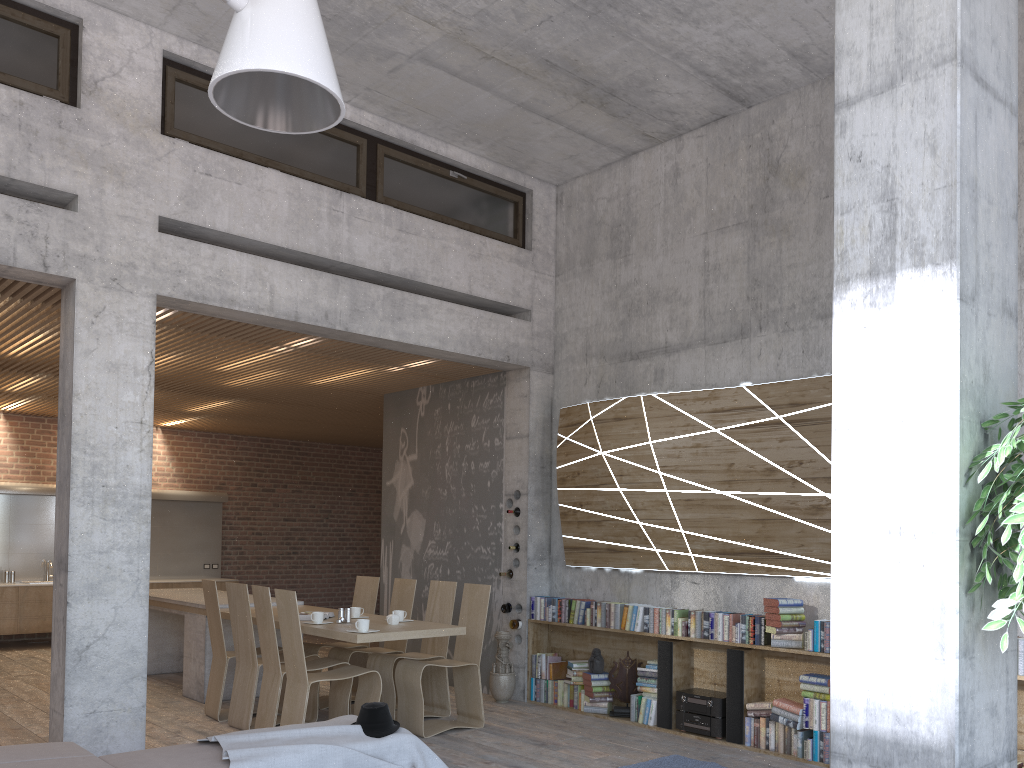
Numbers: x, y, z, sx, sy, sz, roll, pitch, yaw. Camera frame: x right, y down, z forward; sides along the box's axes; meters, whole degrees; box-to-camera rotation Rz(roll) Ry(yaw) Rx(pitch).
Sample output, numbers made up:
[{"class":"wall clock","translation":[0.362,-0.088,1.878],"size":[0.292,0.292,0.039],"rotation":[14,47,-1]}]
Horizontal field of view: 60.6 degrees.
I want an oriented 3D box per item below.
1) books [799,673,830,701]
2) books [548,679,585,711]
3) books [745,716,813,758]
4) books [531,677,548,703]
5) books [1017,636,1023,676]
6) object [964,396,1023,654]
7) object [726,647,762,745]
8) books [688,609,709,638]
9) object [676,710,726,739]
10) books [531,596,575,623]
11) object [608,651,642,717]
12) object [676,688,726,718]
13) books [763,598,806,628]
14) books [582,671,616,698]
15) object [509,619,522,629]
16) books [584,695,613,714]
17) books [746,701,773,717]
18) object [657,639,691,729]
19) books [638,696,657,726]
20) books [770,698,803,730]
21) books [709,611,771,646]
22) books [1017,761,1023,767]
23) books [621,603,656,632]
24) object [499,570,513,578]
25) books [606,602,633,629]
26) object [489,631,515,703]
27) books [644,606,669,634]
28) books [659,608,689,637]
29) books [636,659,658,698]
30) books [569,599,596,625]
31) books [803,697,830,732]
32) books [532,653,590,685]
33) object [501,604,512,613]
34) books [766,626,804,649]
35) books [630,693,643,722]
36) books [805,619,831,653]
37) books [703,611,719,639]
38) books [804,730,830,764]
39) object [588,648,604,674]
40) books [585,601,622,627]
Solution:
[{"class":"books","translation":[2.246,2.204,6.374],"size":[0.191,0.159,0.240],"rotation":[7,-9,-42]},{"class":"books","translation":[0.572,2.896,8.216],"size":[0.243,0.235,0.497],"rotation":[6,-10,-42]},{"class":"books","translation":[2.020,2.639,6.616],"size":[0.243,0.235,0.497],"rotation":[6,-10,-42]},{"class":"books","translation":[0.292,2.948,8.481],"size":[0.206,0.218,0.275],"rotation":[6,-8,-42]},{"class":"books","translation":[3.097,1.677,5.435],"size":[0.211,0.218,0.280],"rotation":[6,-8,-43]},{"class":"object","translation":[1.830,0.775,2.537],"size":[1.000,1.848,0.976],"rotation":[0,-3,14]},{"class":"object","translation":[1.821,2.458,6.890],"size":[0.274,0.753,0.153],"rotation":[3,-3,-42]},{"class":"books","translation":[1.553,1.964,7.173],"size":[0.206,0.219,0.156],"rotation":[6,-6,-42]},{"class":"object","translation":[1.587,2.748,7.112],"size":[0.295,0.162,0.443],"rotation":[8,-11,-41]},{"class":"books","translation":[0.411,2.155,8.393],"size":[0.216,0.218,0.493],"rotation":[6,-10,-42]},{"class":"object","translation":[1.024,2.647,7.770],"size":[0.344,0.564,0.197],"rotation":[0,-2,8]},{"class":"object","translation":[1.585,2.587,7.112],"size":[0.306,0.159,0.443],"rotation":[8,-11,-41]},{"class":"books","translation":[2.033,1.708,6.548],"size":[0.246,0.209,0.191],"rotation":[3,-6,-21]},{"class":"books","translation":[0.781,2.706,7.896],"size":[0.246,0.209,0.191],"rotation":[3,-6,-21]},{"class":"object","translation":[0.123,2.355,8.621],"size":[0.340,0.094,0.096],"rotation":[9,-10,-42]},{"class":"books","translation":[0.777,2.883,7.904],"size":[0.261,0.149,0.251],"rotation":[0,-8,4]},{"class":"books","translation":[1.937,2.480,6.688],"size":[0.193,0.138,0.236],"rotation":[7,-10,-40]},{"class":"object","translation":[1.364,2.539,7.393],"size":[0.274,0.753,0.153],"rotation":[3,-3,-42]},{"class":"books","translation":[1.206,2.784,7.482],"size":[0.190,0.226,0.200],"rotation":[5,-7,-42]},{"class":"books","translation":[2.053,2.433,6.472],"size":[0.155,0.190,0.245],"rotation":[5,-8,-42]},{"class":"books","translation":[1.798,1.911,6.863],"size":[0.216,0.218,0.493],"rotation":[6,-10,-42]},{"class":"books","translation":[3.016,2.469,5.493],"size":[0.211,0.218,0.280],"rotation":[6,-8,-43]},{"class":"books","translation":[1.092,2.026,7.610],"size":[0.190,0.226,0.250],"rotation":[5,-8,-42]},{"class":"object","translation":[0.008,1.887,8.712],"size":[0.340,0.094,0.095],"rotation":[9,-10,-42]},{"class":"books","translation":[0.945,2.053,7.772],"size":[0.190,0.219,0.157],"rotation":[5,-6,-42]},{"class":"object","translation":[-0.091,2.737,8.488],"size":[0.249,0.677,0.273],"rotation":[0,-3,10]},{"class":"books","translation":[1.225,2.010,7.462],"size":[0.155,0.219,0.157],"rotation":[5,-6,-42]},{"class":"books","translation":[1.371,1.985,7.302],"size":[0.171,0.218,0.278],"rotation":[5,-8,-41]},{"class":"books","translation":[1.218,2.525,7.521],"size":[0.219,0.320,0.253],"rotation":[4,-6,-40]},{"class":"books","translation":[0.659,2.113,8.138],"size":[0.190,0.226,0.200],"rotation":[5,-7,-42]},{"class":"books","translation":[2.325,2.482,6.253],"size":[0.215,0.444,0.454],"rotation":[4,-6,-42]},{"class":"books","translation":[0.502,2.698,8.295],"size":[0.302,0.259,0.722],"rotation":[6,-10,-37]},{"class":"object","translation":[0.042,2.242,8.782],"size":[0.337,0.089,0.091],"rotation":[9,-10,-42]},{"class":"books","translation":[2.042,1.885,6.540],"size":[0.284,0.149,0.224],"rotation":[0,-7,5]},{"class":"books","translation":[1.113,2.804,7.608],"size":[0.206,0.219,0.074],"rotation":[6,-5,-42]},{"class":"books","translation":[2.278,1.815,6.315],"size":[0.211,0.218,0.280],"rotation":[6,-8,-43]},{"class":"books","translation":[1.618,1.949,7.090],"size":[0.190,0.219,0.055],"rotation":[5,-5,-42]},{"class":"books","translation":[2.251,2.597,6.314],"size":[0.216,0.218,0.228],"rotation":[6,-8,-42]},{"class":"object","translation":[0.759,2.491,7.896],"size":[0.146,0.227,0.136],"rotation":[-3,-5,45]},{"class":"books","translation":[0.818,2.083,7.949],"size":[0.211,0.218,0.280],"rotation":[6,-8,-43]}]
